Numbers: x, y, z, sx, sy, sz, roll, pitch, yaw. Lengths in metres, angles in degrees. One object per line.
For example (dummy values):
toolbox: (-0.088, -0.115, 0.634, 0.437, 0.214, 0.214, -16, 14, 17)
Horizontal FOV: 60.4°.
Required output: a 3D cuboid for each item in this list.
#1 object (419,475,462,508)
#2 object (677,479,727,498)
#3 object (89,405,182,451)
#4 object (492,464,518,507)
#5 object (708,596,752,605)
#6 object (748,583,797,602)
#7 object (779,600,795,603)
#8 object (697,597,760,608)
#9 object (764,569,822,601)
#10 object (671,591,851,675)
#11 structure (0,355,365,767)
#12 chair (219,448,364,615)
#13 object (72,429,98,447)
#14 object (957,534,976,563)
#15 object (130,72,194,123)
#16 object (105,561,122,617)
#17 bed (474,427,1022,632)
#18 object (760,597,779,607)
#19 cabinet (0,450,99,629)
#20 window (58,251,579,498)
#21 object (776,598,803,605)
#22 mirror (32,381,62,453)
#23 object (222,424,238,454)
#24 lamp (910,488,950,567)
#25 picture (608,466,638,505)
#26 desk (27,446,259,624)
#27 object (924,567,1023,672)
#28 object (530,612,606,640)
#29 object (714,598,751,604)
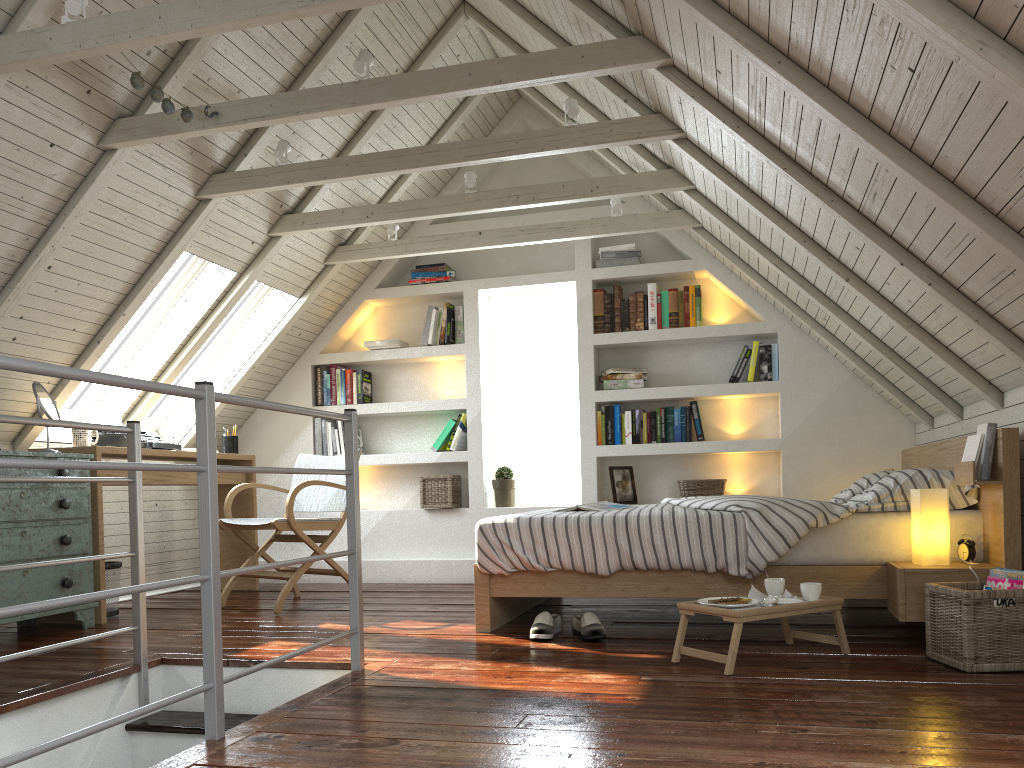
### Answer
object: (-0.442, 0.670, 5.473, 0.205, 0.200, 0.205, -2, -3, 15)
object: (1.095, 0.617, 5.069, 0.283, 0.134, 0.178, -2, -4, 6)
object: (-1.920, 0.223, 4.492, 0.354, 0.237, 0.390, -2, -5, 10)
object: (-0.045, 0.621, 5.396, 0.159, 0.271, 0.160, -2, -1, 8)
object: (0.672, 0.669, 2.715, 0.110, 0.029, 0.119, 1, -7, -20)
object: (0.837, 0.678, 2.866, 0.154, 0.046, 0.159, -2, -6, 5)
object: (0.850, 0.682, 2.750, 0.060, 0.005, 0.060, 1, -7, -20)
object: (0.670, 0.680, 2.727, 0.190, 0.016, 0.190, -5, -8, 25)
object: (0.911, 0.649, 2.845, 0.185, 0.099, 0.081, -6, -4, 38)
object: (0.787, 0.774, 2.778, 0.530, 0.182, 0.270, 2, -6, -30)
structure: (-1.093, 0.513, 2.111, 0.837, 0.992, 1.646, -2, -5, 15)
chair: (-1.119, 0.731, 4.470, 0.552, 0.790, 0.560, -3, -2, 40)
object: (-1.992, 0.248, 4.100, 0.108, 0.100, 0.083, 1, -3, -34)
object: (1.521, 0.550, 2.936, 0.037, 0.097, 0.071, -2, -2, -7)
object: (-1.125, -0.921, 2.846, 0.059, 0.066, 0.285, -2, -6, 14)
object: (-1.980, 0.981, 4.200, 0.224, 0.252, 0.225, -2, -3, 9)
bed: (0.924, 0.644, 3.873, 1.880, 0.703, 1.880, -3, -6, 15)
object: (0.791, 0.667, 2.701, 0.055, 0.028, 0.056, 2, -6, -34)
cabinet: (-2.123, 0.662, 3.563, 0.416, 0.766, 0.806, -2, -3, 15)
window: (-1.036, -0.023, 4.829, 3.093, 1.372, 1.409, -1, -3, -7)
object: (0.846, 0.680, 2.743, 0.119, 0.010, 0.120, -1, -7, -7)
mirror: (-2.023, 0.148, 3.828, 0.112, 0.318, 0.207, -1, -2, -31)
object: (-1.656, 0.330, 5.168, 0.088, 0.186, 0.088, -1, -1, -21)
lamp: (1.379, 0.472, 2.901, 0.090, 0.252, 0.090, -2, 0, 6)
picture: (0.625, 0.592, 5.133, 0.173, 0.223, 0.127, 0, -2, -35)
desk: (-1.870, 0.764, 4.648, 0.378, 0.802, 1.329, -2, -5, 15)
object: (1.403, 0.694, 2.616, 0.237, 0.276, 0.238, -1, -3, -2)
object: (0.218, 0.900, 3.301, 0.285, 0.091, 0.276, -3, -6, 13)
object: (0.695, 0.683, 2.770, 0.140, 0.015, 0.078, -6, -8, 36)
